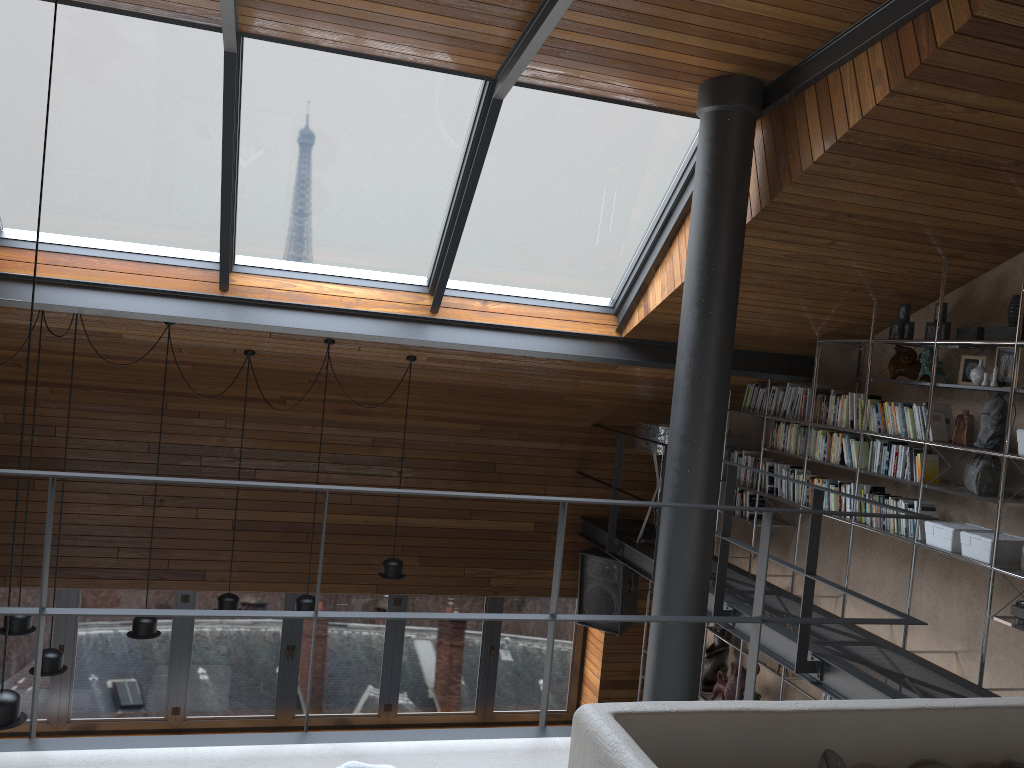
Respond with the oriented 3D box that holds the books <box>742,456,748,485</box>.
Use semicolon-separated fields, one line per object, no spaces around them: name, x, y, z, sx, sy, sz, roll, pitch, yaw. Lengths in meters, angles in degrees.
books;1.909;0.691;7.047;0.148;0.234;0.013;5;2;-16

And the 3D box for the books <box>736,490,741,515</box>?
books;1.848;0.951;7.081;0.111;0.198;0.008;5;2;-16

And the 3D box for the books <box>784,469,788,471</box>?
books;2.067;0.730;6.497;0.171;0.218;0.047;5;2;-16

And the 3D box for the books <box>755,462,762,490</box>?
books;1.942;0.710;6.811;0.137;0.215;0.014;5;2;-16

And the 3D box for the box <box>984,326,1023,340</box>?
box;2.672;-0.256;4.710;0.208;0.079;0.207;5;2;-19

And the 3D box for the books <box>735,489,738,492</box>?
books;1.839;0.948;7.135;0.111;0.198;0.008;5;2;-16

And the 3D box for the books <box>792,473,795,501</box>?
books;2.069;0.744;6.380;0.111;0.197;0.043;5;2;-16

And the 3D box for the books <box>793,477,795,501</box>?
books;2.065;0.757;6.359;0.111;0.174;0.041;5;2;-16

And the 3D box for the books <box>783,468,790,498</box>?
books;2.063;0.730;6.506;0.164;0.217;0.048;5;2;-16

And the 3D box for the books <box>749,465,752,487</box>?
books;1.930;0.724;6.960;0.128;0.176;0.009;5;2;-16

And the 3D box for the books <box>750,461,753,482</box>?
books;1.926;0.710;6.937;0.130;0.208;0.010;5;2;-16

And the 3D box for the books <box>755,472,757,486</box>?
books;1.950;0.726;6.871;0.131;0.181;0.014;5;2;-16

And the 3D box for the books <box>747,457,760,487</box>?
books;1.932;0.695;6.985;0.148;0.234;0.013;5;2;-16

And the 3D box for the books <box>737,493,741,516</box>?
books;1.852;0.962;7.073;0.112;0.177;0.009;5;2;-16

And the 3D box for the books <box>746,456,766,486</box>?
books;1.928;0.690;7.016;0.146;0.240;0.023;5;2;-16

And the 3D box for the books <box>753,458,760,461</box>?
books;1.940;0.698;6.950;0.129;0.231;0.010;5;2;-16

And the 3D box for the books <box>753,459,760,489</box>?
books;1.941;0.700;6.880;0.129;0.231;0.010;5;2;-16

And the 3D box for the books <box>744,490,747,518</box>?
books;1.892;0.951;6.988;0.133;0.218;0.051;5;2;-16

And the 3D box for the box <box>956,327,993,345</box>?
box;2.621;-0.267;4.922;0.208;0.079;0.207;5;2;-2

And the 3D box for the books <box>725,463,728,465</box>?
books;1.835;0.660;7.396;0.222;0.012;0.160;5;2;-21

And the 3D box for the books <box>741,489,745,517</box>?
books;1.888;0.947;7.038;0.155;0.215;0.055;5;2;-16

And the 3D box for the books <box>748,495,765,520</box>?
books;1.908;0.965;6.919;0.138;0.191;0.049;5;2;-16

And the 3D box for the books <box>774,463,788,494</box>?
books;2.041;0.715;6.672;0.143;0.236;0.062;5;2;-16

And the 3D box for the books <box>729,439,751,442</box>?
books;1.847;0.459;7.401;0.228;0.016;0.182;5;2;-16

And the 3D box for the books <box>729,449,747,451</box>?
books;1.827;0.539;7.396;0.208;0.017;0.167;5;2;-16

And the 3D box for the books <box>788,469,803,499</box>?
books;2.085;0.730;6.453;0.177;0.217;0.046;5;2;-16

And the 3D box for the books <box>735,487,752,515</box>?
books;1.852;0.935;7.095;0.122;0.230;0.017;5;2;-16

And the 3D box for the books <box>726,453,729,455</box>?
books;1.833;0.580;7.395;0.254;0.012;0.158;5;2;-4

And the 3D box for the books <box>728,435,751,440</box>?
books;1.851;0.444;7.412;0.228;0.016;0.182;5;2;-16

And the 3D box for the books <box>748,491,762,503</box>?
books;1.907;0.952;6.935;0.137;0.216;0.049;5;2;-16

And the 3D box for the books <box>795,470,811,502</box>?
books;2.081;0.731;6.344;0.122;0.230;0.057;5;2;-16

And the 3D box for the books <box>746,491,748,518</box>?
books;1.908;0.953;6.979;0.137;0.216;0.049;5;2;-16

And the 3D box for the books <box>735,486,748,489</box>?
books;1.852;0.936;7.172;0.161;0.223;0.017;5;2;-16

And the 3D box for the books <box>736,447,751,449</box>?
books;1.841;0.524;7.385;0.228;0.016;0.182;5;2;-16

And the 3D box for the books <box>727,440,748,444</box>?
books;1.844;0.478;7.400;0.216;0.021;0.174;5;2;-16

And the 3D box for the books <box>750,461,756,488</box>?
books;1.937;0.711;6.926;0.148;0.206;0.018;5;2;-16

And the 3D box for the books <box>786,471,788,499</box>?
books;2.054;0.739;6.461;0.127;0.200;0.046;5;2;-16

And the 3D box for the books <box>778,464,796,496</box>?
books;2.046;0.719;6.592;0.148;0.233;0.053;5;2;-16

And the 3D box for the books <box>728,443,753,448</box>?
books;1.865;0.504;7.391;0.234;0.028;0.180;5;2;-16

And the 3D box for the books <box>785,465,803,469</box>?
books;2.085;0.723;6.566;0.148;0.233;0.053;5;2;-16

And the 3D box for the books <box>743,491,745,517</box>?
books;1.885;0.954;7.017;0.123;0.203;0.054;5;2;-16

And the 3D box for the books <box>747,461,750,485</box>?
books;1.932;0.708;7.000;0.148;0.206;0.014;5;2;-16

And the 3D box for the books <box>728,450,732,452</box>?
books;1.830;0.554;7.406;0.201;0.012;0.161;5;2;-16

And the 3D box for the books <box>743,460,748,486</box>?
books;1.909;0.709;7.033;0.143;0.199;0.019;5;2;-16

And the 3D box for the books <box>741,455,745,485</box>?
books;1.901;0.689;7.058;0.148;0.234;0.013;5;2;-16

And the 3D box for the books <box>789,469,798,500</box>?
books;2.081;0.732;6.420;0.161;0.222;0.055;5;2;-16

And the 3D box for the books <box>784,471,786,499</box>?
books;2.043;0.738;6.469;0.127;0.200;0.046;5;2;-16

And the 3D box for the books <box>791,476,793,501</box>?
books;2.062;0.754;6.386;0.112;0.176;0.039;5;2;-16

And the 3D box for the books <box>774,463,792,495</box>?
books;2.032;0.716;6.638;0.148;0.233;0.053;5;2;-16
